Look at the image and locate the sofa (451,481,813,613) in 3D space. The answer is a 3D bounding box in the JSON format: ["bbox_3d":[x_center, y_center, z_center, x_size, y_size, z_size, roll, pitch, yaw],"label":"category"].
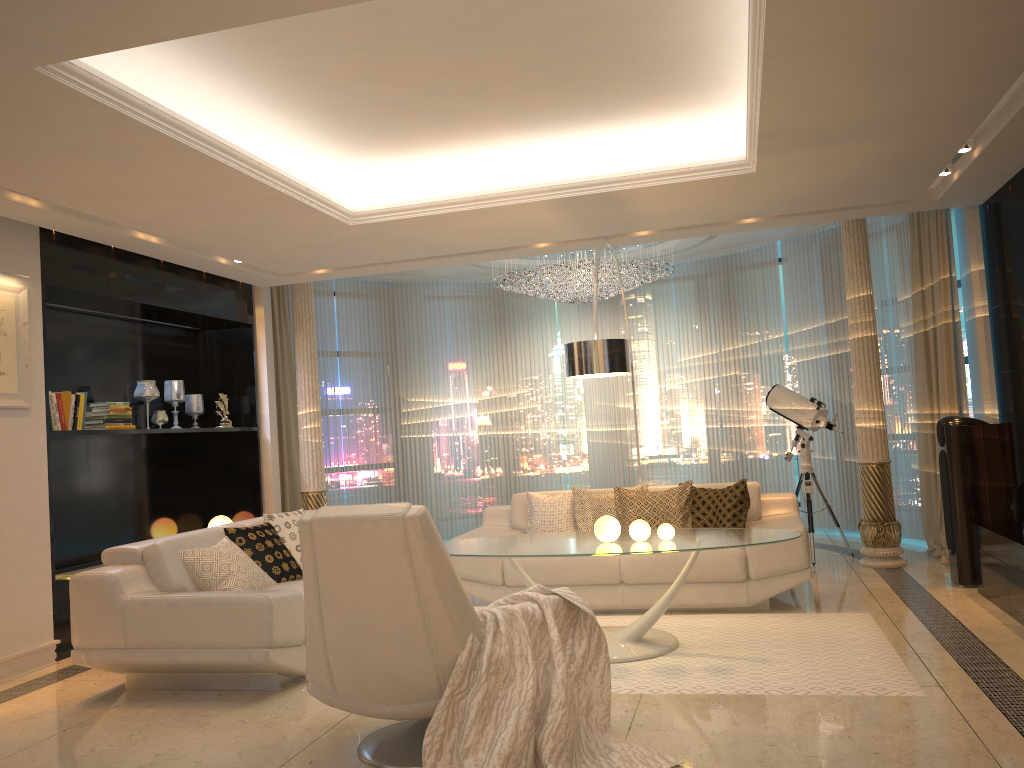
[{"bbox_3d":[0.827,1.119,6.188,2.328,0.754,1.145,-5,-3,14],"label":"sofa"}]

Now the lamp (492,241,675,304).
[{"bbox_3d":[0.713,-1.158,8.976,2.109,0.685,2.109,-2,-4,-31],"label":"lamp"}]

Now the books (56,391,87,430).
[{"bbox_3d":[-2.956,0.187,5.864,0.212,0.261,0.210,-5,-3,14],"label":"books"}]

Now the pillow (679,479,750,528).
[{"bbox_3d":[1.375,0.864,6.043,0.301,0.436,0.575,-1,-4,-45],"label":"pillow"}]

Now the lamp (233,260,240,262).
[{"bbox_3d":[-2.101,-0.999,6.818,0.107,0.127,0.107,-3,-3,-4],"label":"lamp"}]

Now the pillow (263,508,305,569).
[{"bbox_3d":[-1.391,1.022,5.833,0.255,0.399,0.526,-5,-3,14],"label":"pillow"}]

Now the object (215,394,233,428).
[{"bbox_3d":[-2.451,0.231,7.532,0.116,0.293,0.182,-4,-3,11],"label":"object"}]

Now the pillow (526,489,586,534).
[{"bbox_3d":[0.312,0.960,6.386,0.463,0.380,0.222,-5,-3,19],"label":"pillow"}]

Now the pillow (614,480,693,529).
[{"bbox_3d":[0.993,0.896,6.166,0.575,0.436,0.301,-5,-3,20],"label":"pillow"}]

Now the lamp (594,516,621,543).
[{"bbox_3d":[0.514,0.782,4.777,0.143,0.143,0.143,-4,-3,-1],"label":"lamp"}]

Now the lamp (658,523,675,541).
[{"bbox_3d":[0.817,0.784,4.699,0.090,0.091,0.090,-2,-4,-25],"label":"lamp"}]

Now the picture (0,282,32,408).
[{"bbox_3d":[-2.968,-0.232,5.008,0.027,0.729,0.610,-5,-3,14],"label":"picture"}]

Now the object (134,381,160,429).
[{"bbox_3d":[-2.799,0.169,6.807,0.181,0.381,0.181,-4,-3,9],"label":"object"}]

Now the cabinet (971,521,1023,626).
[{"bbox_3d":[2.797,1.036,4.233,0.416,0.444,2.842,-5,-3,14],"label":"cabinet"}]

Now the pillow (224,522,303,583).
[{"bbox_3d":[-1.463,1.016,5.379,0.323,0.355,0.524,-5,-3,15],"label":"pillow"}]

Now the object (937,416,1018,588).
[{"bbox_3d":[3.141,0.765,5.911,0.468,1.127,0.285,-5,-3,14],"label":"object"}]

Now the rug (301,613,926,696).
[{"bbox_3d":[0.535,1.435,4.828,2.900,0.020,1.661,-5,-3,14],"label":"rug"}]

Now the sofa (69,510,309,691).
[{"bbox_3d":[-1.390,1.220,5.415,1.145,0.754,2.328,-5,-3,14],"label":"sofa"}]

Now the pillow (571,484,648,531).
[{"bbox_3d":[0.704,0.929,6.315,0.587,0.429,0.288,-3,-3,-11],"label":"pillow"}]

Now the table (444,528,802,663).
[{"bbox_3d":[0.495,1.143,4.860,2.140,0.565,0.999,-4,-3,13],"label":"table"}]

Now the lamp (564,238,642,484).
[{"bbox_3d":[0.743,0.234,6.129,0.393,2.519,2.009,-5,-3,14],"label":"lamp"}]

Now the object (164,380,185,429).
[{"bbox_3d":[-2.775,0.186,7.307,0.156,0.426,0.156,-5,-3,19],"label":"object"}]

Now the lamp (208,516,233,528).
[{"bbox_3d":[-2.513,1.244,7.654,0.212,0.214,0.213,-2,-4,-25],"label":"lamp"}]

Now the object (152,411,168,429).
[{"bbox_3d":[-2.748,0.287,6.924,0.119,0.154,0.119,-5,-4,24],"label":"object"}]

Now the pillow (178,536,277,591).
[{"bbox_3d":[-1.566,1.032,4.931,0.351,0.329,0.521,-5,-3,14],"label":"pillow"}]

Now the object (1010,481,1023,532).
[{"bbox_3d":[3.003,0.679,5.092,0.197,0.343,0.197,-2,-3,-21],"label":"object"}]

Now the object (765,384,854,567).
[{"bbox_3d":[2.397,0.715,7.221,0.616,1.471,0.570,-5,-3,20],"label":"object"}]

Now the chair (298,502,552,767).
[{"bbox_3d":[-0.379,0.922,3.413,1.027,0.991,0.983,-5,-3,14],"label":"chair"}]

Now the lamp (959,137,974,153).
[{"bbox_3d":[2.625,-1.413,5.158,0.107,0.127,0.107,-3,-3,-4],"label":"lamp"}]

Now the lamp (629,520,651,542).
[{"bbox_3d":[0.682,0.782,4.733,0.115,0.115,0.115,-6,-4,40],"label":"lamp"}]

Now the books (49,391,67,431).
[{"bbox_3d":[-3.010,0.174,5.639,0.208,0.270,0.240,-5,-3,14],"label":"books"}]

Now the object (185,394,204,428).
[{"bbox_3d":[-2.700,0.250,7.552,0.147,0.317,0.147,-5,-3,16],"label":"object"}]

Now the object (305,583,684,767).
[{"bbox_3d":[-0.153,1.105,3.402,0.972,0.580,1.347,-1,-4,-38],"label":"object"}]

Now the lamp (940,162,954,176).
[{"bbox_3d":[2.752,-1.393,5.650,0.107,0.127,0.107,-3,-3,-4],"label":"lamp"}]

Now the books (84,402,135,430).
[{"bbox_3d":[-2.866,0.235,6.297,0.260,0.197,0.296,-5,-3,17],"label":"books"}]
